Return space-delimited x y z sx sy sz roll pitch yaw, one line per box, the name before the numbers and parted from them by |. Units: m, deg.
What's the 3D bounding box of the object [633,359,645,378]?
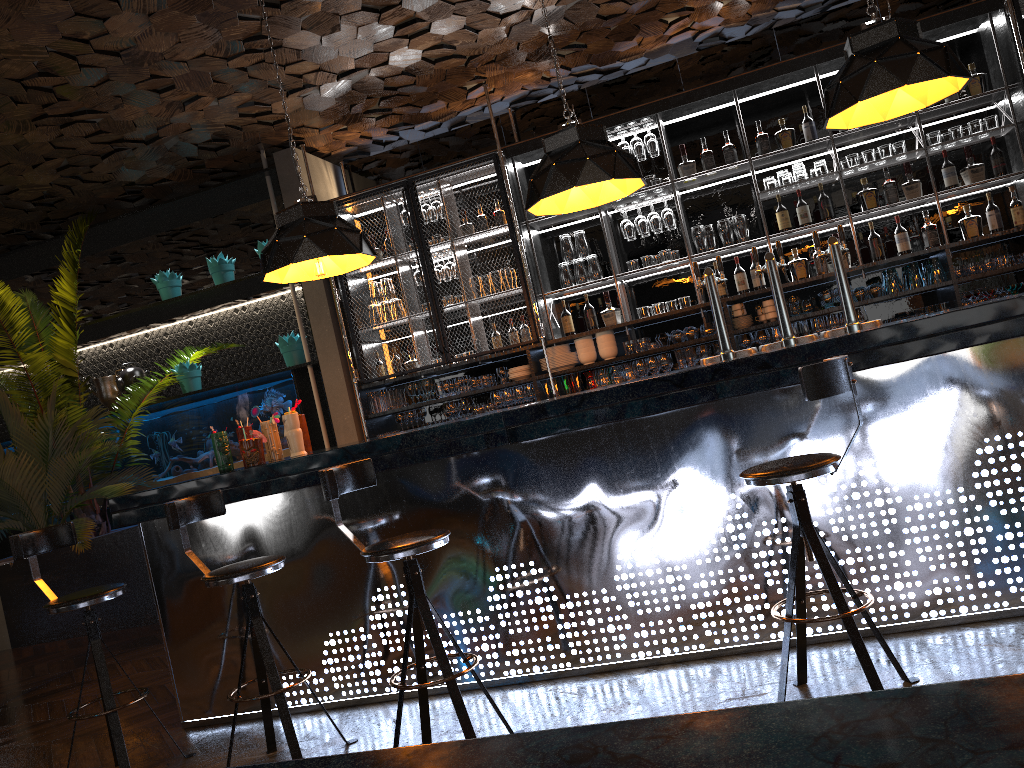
object | 0.954 -0.070 6.564 0.084 0.216 0.084 -13 -1 4

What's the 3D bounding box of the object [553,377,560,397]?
object | 0.349 0.065 6.823 0.073 0.229 0.073 -13 -1 4

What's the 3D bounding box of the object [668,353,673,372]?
object | 1.199 -0.122 6.775 0.084 0.216 0.084 -13 -1 38

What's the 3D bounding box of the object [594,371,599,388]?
object | 0.626 0.009 6.756 0.082 0.213 0.082 -13 -1 8

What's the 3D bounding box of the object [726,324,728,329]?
object | 1.549 -0.420 6.573 0.095 0.096 0.095 -12 -1 -34

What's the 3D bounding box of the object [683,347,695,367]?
object | 1.303 -0.156 6.455 0.071 0.226 0.071 -12 -1 -13

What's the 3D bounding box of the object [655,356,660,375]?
object | 1.079 -0.097 6.663 0.084 0.216 0.084 -13 -1 8

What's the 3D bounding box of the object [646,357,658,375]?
object | 1.042 -0.090 6.537 0.084 0.216 0.084 -13 -1 31

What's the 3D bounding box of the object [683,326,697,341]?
object | 1.300 -0.367 6.469 0.093 0.099 0.093 -13 -1 35

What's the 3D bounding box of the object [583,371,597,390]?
object | 0.599 0.014 6.670 0.082 0.213 0.082 -14 -1 45

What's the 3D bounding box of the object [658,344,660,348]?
object | 1.113 -0.291 6.820 0.049 0.048 0.044 -13 -1 3

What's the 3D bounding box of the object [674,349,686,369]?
object | 1.244 -0.141 6.513 0.071 0.226 0.071 -12 -1 -13

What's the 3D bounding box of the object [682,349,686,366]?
object | 1.265 -0.145 6.595 0.071 0.226 0.071 -12 -1 -13

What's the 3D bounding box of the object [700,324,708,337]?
object | 1.433 -0.394 6.529 0.095 0.096 0.095 -13 -1 16

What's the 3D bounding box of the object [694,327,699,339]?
object | 1.355 -0.376 6.666 0.093 0.099 0.093 -13 -1 3

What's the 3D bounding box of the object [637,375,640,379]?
object | 0.947 -0.062 6.848 0.082 0.213 0.082 -13 -1 6

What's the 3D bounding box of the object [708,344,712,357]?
object | 1.448 -0.182 6.559 0.092 0.218 0.092 -12 -1 -24

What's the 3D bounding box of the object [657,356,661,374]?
object | 1.112 -0.102 6.793 0.084 0.216 0.084 -13 -1 14

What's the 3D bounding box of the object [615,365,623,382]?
object | 0.806 -0.032 6.702 0.082 0.213 0.082 -13 -1 -5

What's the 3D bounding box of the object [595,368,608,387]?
object | 0.683 -0.006 6.646 0.082 0.213 0.082 -14 -1 45

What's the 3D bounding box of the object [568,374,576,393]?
object | 0.477 0.035 6.805 0.073 0.229 0.073 -13 -1 4

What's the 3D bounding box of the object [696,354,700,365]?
object | 1.397 -0.168 6.711 0.092 0.218 0.092 -12 -1 -24

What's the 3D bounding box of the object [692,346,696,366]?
object | 1.324 -0.159 6.533 0.071 0.226 0.071 -12 -1 -13

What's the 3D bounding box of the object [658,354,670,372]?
object | 1.127 -0.110 6.514 0.084 0.216 0.084 -12 -1 -32

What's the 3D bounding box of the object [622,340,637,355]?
object | 0.876 -0.269 6.579 0.100 0.100 0.089 -13 -1 20

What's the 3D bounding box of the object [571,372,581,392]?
object | 0.506 0.027 6.721 0.073 0.229 0.073 -13 -1 4

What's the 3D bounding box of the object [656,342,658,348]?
object | 1.071 -0.285 6.662 0.049 0.048 0.044 -13 -1 3

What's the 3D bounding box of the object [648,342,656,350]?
object | 1.037 -0.279 6.561 0.044 0.048 0.049 -12 -1 -32

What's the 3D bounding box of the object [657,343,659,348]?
object | 1.095 -0.288 6.768 0.044 0.048 0.049 -12 -1 -38

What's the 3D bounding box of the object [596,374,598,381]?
object | 0.651 0.005 6.840 0.082 0.213 0.082 -12 -1 -25

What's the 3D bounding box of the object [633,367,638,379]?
object | 0.922 -0.057 6.763 0.082 0.213 0.082 -13 -1 3

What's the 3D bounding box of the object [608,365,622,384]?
object | 0.781 -0.028 6.618 0.082 0.213 0.082 -12 -1 -41

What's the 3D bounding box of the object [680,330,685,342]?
object | 1.246 -0.352 6.645 0.093 0.099 0.093 -13 -1 3

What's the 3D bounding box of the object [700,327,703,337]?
object | 1.467 -0.399 6.691 0.095 0.096 0.095 -13 -1 32

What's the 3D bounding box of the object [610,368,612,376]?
object | 0.760 -0.019 6.899 0.082 0.213 0.082 -12 -1 -44

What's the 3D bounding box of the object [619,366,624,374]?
object | 0.856 -0.041 6.875 0.082 0.213 0.082 -13 -1 15

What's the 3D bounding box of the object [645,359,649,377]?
object | 1.027 -0.082 6.823 0.084 0.216 0.084 -12 -1 -36

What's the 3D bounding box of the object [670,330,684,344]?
object | 1.217 -0.347 6.541 0.093 0.099 0.093 -13 -1 32

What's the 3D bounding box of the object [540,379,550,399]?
object | 0.273 0.081 6.771 0.073 0.229 0.073 -13 -1 4

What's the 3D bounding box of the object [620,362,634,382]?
object | 0.867 -0.048 6.591 0.082 0.213 0.082 -12 -1 -45

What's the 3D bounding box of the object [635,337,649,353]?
object | 0.968 -0.289 6.611 0.100 0.100 0.089 -12 -1 -38

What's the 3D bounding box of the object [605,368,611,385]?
object | 0.711 -0.010 6.728 0.082 0.213 0.082 -13 -1 -8

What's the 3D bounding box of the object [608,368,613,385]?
object | 0.742 -0.016 6.814 0.082 0.213 0.082 -13 -1 36

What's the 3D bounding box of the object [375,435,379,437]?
object | -1.080 0.462 7.162 0.028 0.097 0.028 -13 -1 5

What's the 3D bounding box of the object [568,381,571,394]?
object | 0.442 0.045 6.883 0.073 0.229 0.073 -13 -1 4

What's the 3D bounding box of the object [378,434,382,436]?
object | -1.050 0.454 7.125 0.033 0.101 0.033 -14 -1 40

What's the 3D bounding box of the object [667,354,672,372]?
object | 1.162 -0.115 6.646 0.084 0.216 0.084 -12 -1 -32

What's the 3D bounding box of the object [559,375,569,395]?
object | 0.415 0.048 6.752 0.073 0.229 0.073 -13 -1 4

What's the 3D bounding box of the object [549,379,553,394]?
object | 0.332 0.070 6.906 0.073 0.229 0.073 -13 -1 4

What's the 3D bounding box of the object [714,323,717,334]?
object | 1.516 -0.414 6.471 0.095 0.096 0.095 -14 -1 40

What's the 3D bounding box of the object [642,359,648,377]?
object | 0.995 -0.077 6.691 0.084 0.216 0.084 -13 -1 28

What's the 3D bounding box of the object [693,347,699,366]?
object | 1.363 -0.162 6.609 0.092 0.218 0.092 -12 -1 -24

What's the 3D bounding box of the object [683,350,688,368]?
object | 1.294 -0.150 6.683 0.071 0.226 0.071 -12 -1 -13

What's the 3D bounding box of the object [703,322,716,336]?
object | 1.430 -0.396 6.421 0.095 0.096 0.095 -13 -1 -11

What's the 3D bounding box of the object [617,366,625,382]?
object | 0.830 -0.036 6.789 0.082 0.213 0.082 -12 -1 -43

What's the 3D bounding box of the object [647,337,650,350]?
object | 1.001 -0.294 6.728 0.100 0.100 0.089 -12 -1 -33

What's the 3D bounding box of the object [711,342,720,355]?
object | 1.517 -0.199 6.484 0.071 0.217 0.071 -13 -1 24

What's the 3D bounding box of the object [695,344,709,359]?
object | 1.405 -0.174 6.458 0.092 0.218 0.092 -12 -1 -24

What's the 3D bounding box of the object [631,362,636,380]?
object | 0.897 -0.053 6.677 0.082 0.213 0.082 -13 -1 -3
